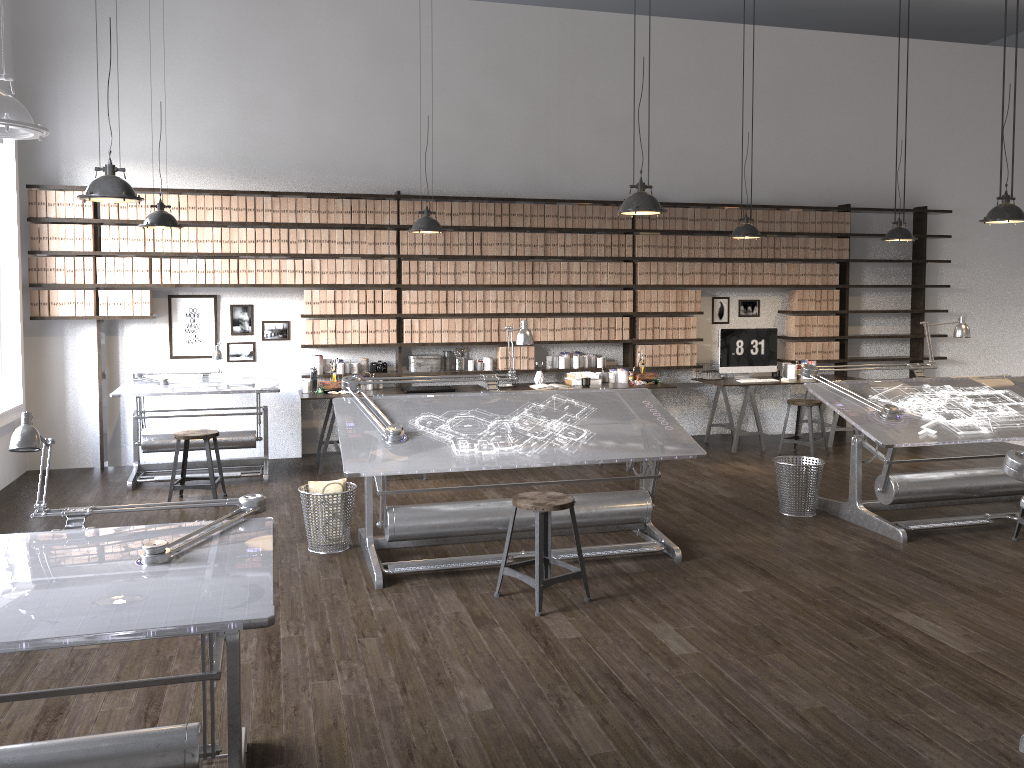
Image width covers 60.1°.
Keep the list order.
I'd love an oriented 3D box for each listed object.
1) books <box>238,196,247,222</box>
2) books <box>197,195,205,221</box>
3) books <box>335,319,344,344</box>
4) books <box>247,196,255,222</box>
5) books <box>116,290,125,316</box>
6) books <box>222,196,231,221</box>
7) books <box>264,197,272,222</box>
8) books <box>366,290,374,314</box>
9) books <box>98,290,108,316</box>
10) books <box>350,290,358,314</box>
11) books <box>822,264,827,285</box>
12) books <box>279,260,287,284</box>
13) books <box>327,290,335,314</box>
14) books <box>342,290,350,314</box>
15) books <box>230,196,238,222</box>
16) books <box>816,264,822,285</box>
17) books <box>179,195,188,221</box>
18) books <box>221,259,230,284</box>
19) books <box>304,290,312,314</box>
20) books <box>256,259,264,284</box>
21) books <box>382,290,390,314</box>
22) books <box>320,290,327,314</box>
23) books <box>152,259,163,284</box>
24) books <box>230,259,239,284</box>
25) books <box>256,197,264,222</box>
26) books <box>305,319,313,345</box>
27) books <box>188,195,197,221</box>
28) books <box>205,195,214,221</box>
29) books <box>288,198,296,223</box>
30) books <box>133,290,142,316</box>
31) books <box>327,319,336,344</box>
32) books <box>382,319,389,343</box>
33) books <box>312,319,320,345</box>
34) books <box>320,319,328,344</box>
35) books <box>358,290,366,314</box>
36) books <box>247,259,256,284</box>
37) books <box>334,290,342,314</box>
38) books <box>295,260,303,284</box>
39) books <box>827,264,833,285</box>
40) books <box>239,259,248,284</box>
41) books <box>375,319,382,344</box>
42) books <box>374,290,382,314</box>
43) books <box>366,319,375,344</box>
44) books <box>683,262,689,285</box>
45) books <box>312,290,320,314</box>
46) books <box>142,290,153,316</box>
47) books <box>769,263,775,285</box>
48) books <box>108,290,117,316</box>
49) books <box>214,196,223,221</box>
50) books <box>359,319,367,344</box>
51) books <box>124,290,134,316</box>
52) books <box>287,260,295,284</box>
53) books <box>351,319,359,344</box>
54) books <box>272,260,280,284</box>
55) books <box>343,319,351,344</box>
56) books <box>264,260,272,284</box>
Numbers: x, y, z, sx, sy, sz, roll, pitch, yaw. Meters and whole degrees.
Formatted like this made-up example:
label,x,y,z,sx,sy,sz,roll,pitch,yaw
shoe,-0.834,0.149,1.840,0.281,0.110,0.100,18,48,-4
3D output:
label,x,y,z,sx,sy,sz,roll,pitch,yaw
books,-2.400,-1.548,7.879,0.067,0.225,0.175,-1,4,-15
books,-2.731,-1.538,7.790,0.067,0.225,0.175,-1,4,-15
books,-1.591,-0.483,8.156,0.067,0.225,0.175,-1,4,-15
books,-2.327,-1.549,7.893,0.067,0.225,0.175,-1,4,-15
books,-3.375,-0.701,7.658,0.067,0.225,0.175,-1,4,-15
books,-2.522,-1.543,7.839,0.067,0.225,0.175,-1,4,-15
books,-2.186,-1.553,7.932,0.067,0.225,0.175,-1,4,-15
books,-1.322,-0.760,8.210,0.067,0.225,0.175,-1,4,-15
books,-3.505,-0.696,7.620,0.067,0.225,0.175,-1,4,-15
books,-1.463,-0.756,8.173,0.067,0.225,0.175,-1,4,-15
books,3.282,-1.169,9.445,0.067,0.225,0.175,-1,4,-15
books,-2.064,-1.008,7.998,0.067,0.225,0.175,-1,4,-15
books,-1.664,-0.750,8.116,0.067,0.225,0.175,-1,4,-15
books,-1.532,-0.754,8.158,0.067,0.225,0.175,-1,4,-15
books,-2.462,-1.546,7.859,0.067,0.225,0.175,-1,4,-15
books,3.218,-1.166,9.422,0.067,0.225,0.175,-1,4,-15
books,-2.865,-1.534,7.747,0.067,0.225,0.175,-1,4,-15
books,-2.543,-0.994,7.870,0.067,0.225,0.175,-1,4,-15
books,-1.860,-0.744,8.065,0.067,0.225,0.175,-1,4,-15
books,-2.262,-1.002,7.946,0.067,0.225,0.175,-1,4,-15
books,-1.178,-0.764,8.252,0.067,0.225,0.175,-1,4,-15
books,-1.730,-0.748,8.103,0.067,0.225,0.175,-1,4,-15
books,-3.088,-0.978,7.719,0.067,0.225,0.175,-1,4,-15
books,-2.470,-0.995,7.884,0.067,0.225,0.175,-1,4,-15
books,-2.256,-1.552,7.918,0.067,0.225,0.175,-1,4,-15
books,-1.853,-0.475,8.080,0.067,0.225,0.175,-1,4,-15
books,-2.798,-1.536,7.770,0.067,0.225,0.175,-1,4,-15
books,-2.663,-1.540,7.804,0.067,0.225,0.175,-1,4,-15
books,-1.984,-1.559,7.985,0.067,0.225,0.175,-1,4,-15
books,-3.244,-0.705,7.696,0.067,0.225,0.175,-1,4,-15
books,-1.658,-0.481,8.134,0.067,0.225,0.175,-1,4,-15
books,-1.193,-0.495,8.265,0.067,0.225,0.175,-1,4,-15
books,-1.789,-0.477,8.102,0.067,0.225,0.175,-1,4,-15
books,-1.728,-0.479,8.117,0.067,0.225,0.175,-1,4,-15
books,-1.396,-0.758,8.196,0.067,0.225,0.175,-1,4,-15
books,-2.330,-0.999,7.923,0.067,0.225,0.175,-1,4,-15
books,-1.601,-0.752,8.140,0.067,0.225,0.175,-1,4,-15
books,-1.933,-1.011,8.030,0.067,0.225,0.175,-1,4,-15
books,3.350,-1.171,9.464,0.067,0.225,0.175,-1,4,-15
books,-2.400,-0.998,7.909,0.067,0.225,0.175,-1,4,-15
books,-1.255,-0.493,8.246,0.067,0.225,0.175,-1,4,-15
books,-1.252,-0.762,8.235,0.067,0.225,0.175,-1,4,-15
books,-1.315,-0.490,8.225,0.067,0.225,0.175,-1,4,-15
books,1.739,-1.124,9.025,0.067,0.225,0.175,-1,4,-15
books,-1.790,-0.746,8.085,0.067,0.225,0.175,-1,4,-15
books,-3.176,-0.706,7.713,0.067,0.225,0.175,-1,4,-15
books,2.681,-1.151,9.276,0.067,0.225,0.175,-1,4,-15
books,-3.435,-0.699,7.640,0.067,0.225,0.175,-1,4,-15
books,-2.592,-1.541,7.820,0.067,0.225,0.175,-1,4,-15
books,-1.385,-0.488,8.206,0.067,0.225,0.175,-1,4,-15
books,-3.309,-0.702,7.671,0.067,0.225,0.175,-1,4,-15
books,-2.003,-1.009,8.013,0.067,0.225,0.175,-1,4,-15
books,-1.456,-0.487,8.191,0.067,0.225,0.175,-1,4,-15
books,-2.127,-1.005,7.976,0.067,0.225,0.175,-1,4,-15
books,-1.524,-0.485,8.176,0.067,0.225,0.175,-1,4,-15
books,-2.194,-1.004,7.964,0.067,0.225,0.175,-1,4,-15
